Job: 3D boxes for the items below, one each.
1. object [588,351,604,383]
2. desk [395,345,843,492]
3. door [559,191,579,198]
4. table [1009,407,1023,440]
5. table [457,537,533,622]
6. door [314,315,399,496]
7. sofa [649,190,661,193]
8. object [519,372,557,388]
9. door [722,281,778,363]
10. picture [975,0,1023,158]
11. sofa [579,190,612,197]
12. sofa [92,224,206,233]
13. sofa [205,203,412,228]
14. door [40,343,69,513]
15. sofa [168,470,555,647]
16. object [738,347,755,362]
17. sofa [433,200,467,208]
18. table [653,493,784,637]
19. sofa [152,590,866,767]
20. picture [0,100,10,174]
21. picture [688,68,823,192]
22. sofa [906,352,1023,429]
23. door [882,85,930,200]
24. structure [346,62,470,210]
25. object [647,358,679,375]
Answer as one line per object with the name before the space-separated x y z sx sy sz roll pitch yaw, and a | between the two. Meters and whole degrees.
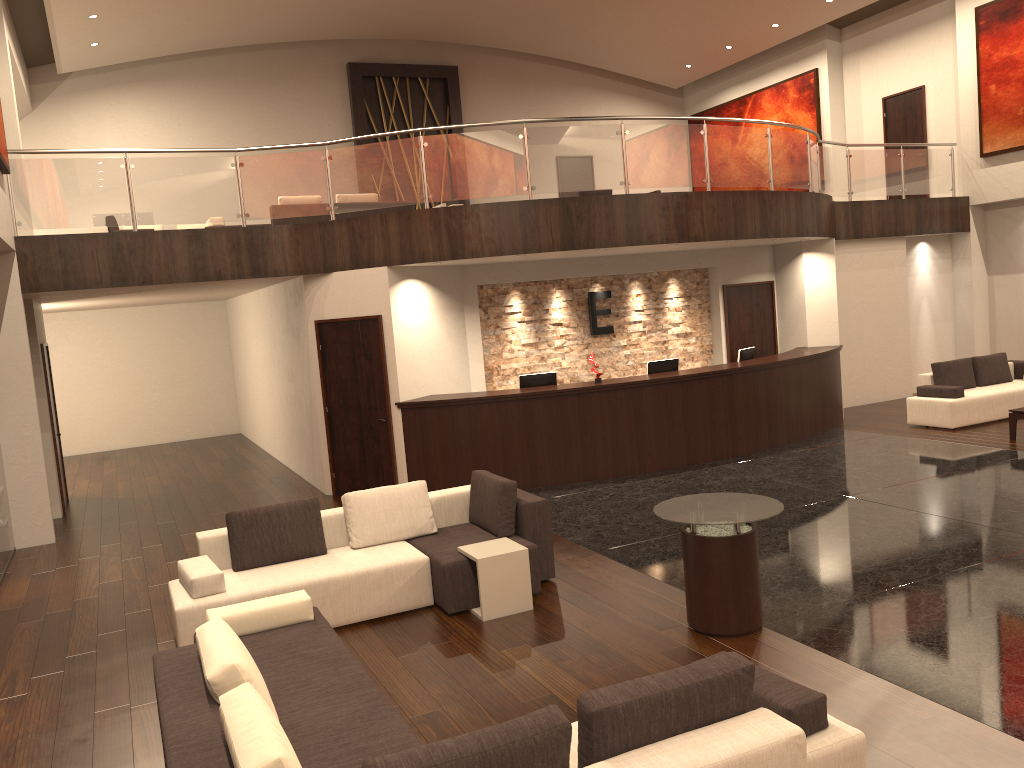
object | 1.049 -0.208 10.970 0.163 0.390 0.165 -6 5 -16
desk | 1.990 0.403 11.919 7.146 1.171 1.674 -7 6 -23
door | 1.615 -4.448 21.698 0.990 2.232 0.104 -7 6 -24
table | 6.954 0.477 10.836 1.100 0.380 1.100 -7 6 -24
table | -0.127 1.438 6.576 0.400 0.460 0.400 -7 6 -24
door | -1.913 0.293 10.971 0.990 2.232 0.104 -2 6 26
sofa | 3.988 -3.756 19.465 3.366 0.862 2.586 -7 6 -24
object | 0.343 0.108 11.251 0.483 0.485 0.189 -6 5 -9
door | 3.811 -0.488 14.070 0.990 2.232 0.104 -7 6 -24
picture | 9.381 -5.022 12.328 0.070 2.526 6.485 -7 6 -24
sofa | 1.184 -3.401 18.234 1.291 0.862 2.846 -7 6 -24
sofa | -5.789 -2.614 16.201 3.366 0.862 2.586 -7 6 -24
sofa | -3.716 -2.727 15.489 3.366 0.862 2.586 -7 6 -24
door | -6.202 0.566 12.002 0.104 2.232 0.990 -7 6 -24
sofa | -1.127 1.297 6.837 2.846 0.862 1.291 -7 6 -24
object | 3.317 -0.261 12.484 0.189 0.485 0.483 0 7 41
sofa | -0.975 -3.139 17.402 1.291 0.862 2.846 -7 6 -24
table | 1.382 1.204 5.857 0.833 0.795 0.844 -4 5 15
sofa | -0.325 1.458 4.339 2.586 0.862 3.366 -7 6 -24
picture | -4.091 -3.307 6.284 0.070 2.526 6.485 -7 6 -24
picture | 5.558 -5.468 20.724 0.070 2.526 4.515 -7 6 -24
sofa | 7.387 0.095 11.923 2.586 0.862 3.366 -7 6 -24
door | 7.686 -4.563 17.299 0.104 2.232 0.990 -7 6 -24
structure | -2.228 -4.956 19.822 2.524 4.236 0.187 -7 6 -24
object | 2.004 -0.076 11.700 0.483 0.485 0.189 -7 6 -24
